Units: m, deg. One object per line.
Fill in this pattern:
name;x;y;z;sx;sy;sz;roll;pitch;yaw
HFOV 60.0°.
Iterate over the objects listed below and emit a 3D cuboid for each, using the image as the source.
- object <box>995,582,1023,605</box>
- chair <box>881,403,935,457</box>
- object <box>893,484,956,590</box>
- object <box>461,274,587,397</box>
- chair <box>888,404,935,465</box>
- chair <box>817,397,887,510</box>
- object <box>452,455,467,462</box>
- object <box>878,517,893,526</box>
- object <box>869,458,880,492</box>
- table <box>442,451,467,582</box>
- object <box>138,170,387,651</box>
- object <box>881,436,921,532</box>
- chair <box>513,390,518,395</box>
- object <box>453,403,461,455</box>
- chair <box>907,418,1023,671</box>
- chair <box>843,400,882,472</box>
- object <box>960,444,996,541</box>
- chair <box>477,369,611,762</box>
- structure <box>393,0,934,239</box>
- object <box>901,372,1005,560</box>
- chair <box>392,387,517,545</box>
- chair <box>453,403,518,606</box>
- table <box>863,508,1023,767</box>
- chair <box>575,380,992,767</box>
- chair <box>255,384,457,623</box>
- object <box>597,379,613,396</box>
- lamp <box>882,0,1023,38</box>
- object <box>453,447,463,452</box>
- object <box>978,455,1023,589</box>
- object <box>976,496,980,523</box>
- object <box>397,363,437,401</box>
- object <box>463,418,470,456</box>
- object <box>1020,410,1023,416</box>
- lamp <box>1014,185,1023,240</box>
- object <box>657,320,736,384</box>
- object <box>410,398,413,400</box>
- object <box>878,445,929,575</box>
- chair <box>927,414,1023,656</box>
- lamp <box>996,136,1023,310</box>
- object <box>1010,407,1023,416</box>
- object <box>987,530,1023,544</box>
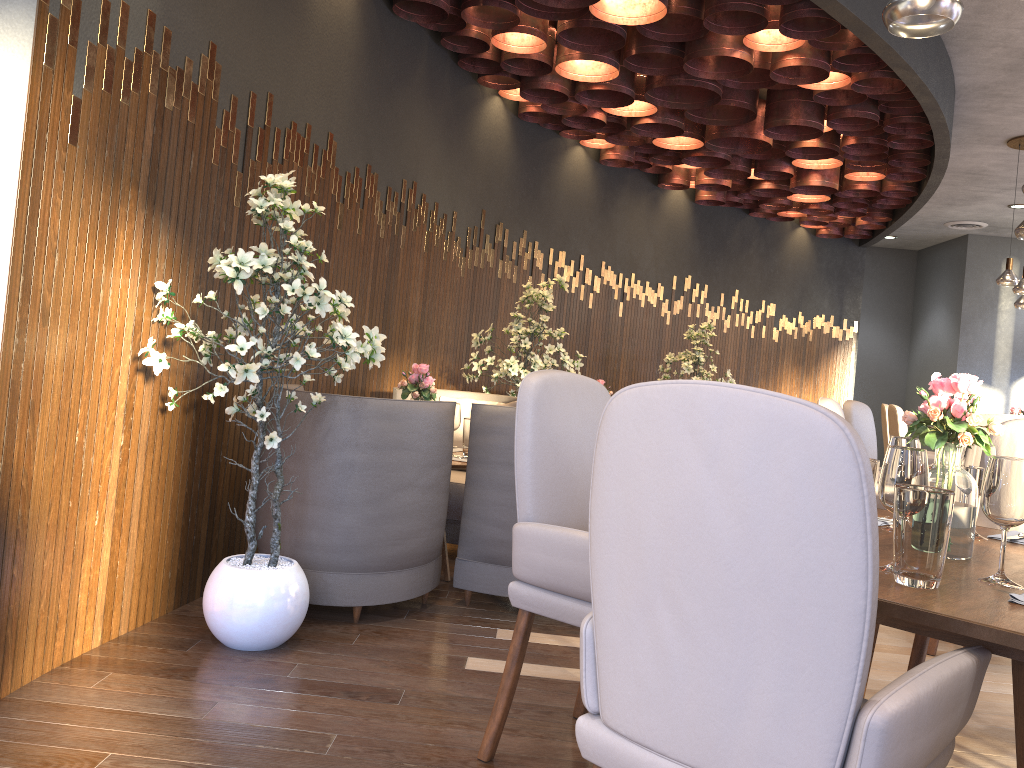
object;0.976;0.382;1.550;0.255;0.019;0.157;6;1;45
chair;3.419;0.693;7.529;0.600;1.001;0.527;5;-1;22
object;0.748;0.279;1.622;0.102;0.178;0.102;5;-1;38
object;0.043;0.091;5.613;0.789;1.617;0.745;5;-1;29
chair;3.251;0.686;6.985;0.600;1.001;0.527;5;-1;14
chair;1.839;0.593;4.521;0.600;1.001;0.527;5;-1;31
object;-0.211;0.333;3.988;0.255;0.019;0.157;6;1;24
object;0.971;0.367;2.463;0.157;0.019;0.255;5;1;-44
object;0.900;0.282;2.318;0.102;0.178;0.102;6;0;-8
table;-0.479;0.597;4.105;0.833;0.562;0.834;5;0;-5
object;-0.825;0.053;2.924;0.747;1.617;0.788;5;-1;8
object;1.010;0.260;2.301;0.092;0.244;0.092;5;-1;-2
chair;0.252;0.491;6.335;0.775;0.838;0.594;5;0;32
object;-0.287;0.210;4.131;0.092;0.244;0.092;6;-1;-24
chair;1.518;0.593;2.640;0.599;1.001;0.529;6;-1;-44
chair;2.158;0.615;4.992;0.600;1.001;0.527;5;-1;38
object;1.209;0.279;2.310;0.092;0.244;0.092;5;-1;5
chair;0.300;0.483;2.262;0.600;1.001;0.527;5;-1;38
structure;1.535;-2.045;6.424;2.758;0.557;9.439;6;1;32
object;0.978;0.180;1.999;0.197;0.416;0.210;6;-1;-20
chair;-0.252;0.468;4.799;0.775;0.838;0.595;5;0;17
chair;0.173;0.524;3.873;0.596;0.838;0.773;5;0;22
table;0.945;0.715;2.012;0.966;0.666;1.305;6;1;43
chair;0.412;0.508;1.415;0.529;1.001;0.599;5;-1;40
chair;-0.667;0.451;3.484;0.774;0.838;0.595;5;0;12
object;0.670;0.169;6.871;0.198;0.416;0.210;5;-1;15
lamp;1.134;-1.476;2.032;0.439;1.327;0.439;6;-1;-13
object;-0.336;0.314;4.358;0.157;0.019;0.255;6;1;23
object;0.955;0.264;1.715;0.092;0.244;0.092;6;-1;-20
object;1.225;0.311;2.417;0.102;0.178;0.102;6;0;-17
object;-0.442;0.109;4.107;0.197;0.416;0.210;6;-1;-20
object;-0.184;0.252;4.154;0.102;0.178;0.102;6;-1;-40
object;2.577;0.293;4.351;0.197;0.416;0.210;6;-1;-40
lamp;2.742;-1.361;4.371;0.439;1.327;0.439;5;-1;7
object;1.607;0.200;8.034;0.787;1.617;0.747;6;-1;-21
object;-0.464;0.191;4.269;0.092;0.244;0.092;5;-1;42
object;0.761;0.246;1.732;0.092;0.244;0.092;5;-1;23
chair;2.053;0.627;3.679;0.529;1.001;0.599;5;-1;33
lamp;4.136;-1.273;7.058;0.440;1.327;0.438;5;-1;41
object;3.989;0.383;7.019;0.210;0.416;0.197;5;-1;15
object;1.362;0.406;2.333;0.254;0.019;0.157;5;1;-43
